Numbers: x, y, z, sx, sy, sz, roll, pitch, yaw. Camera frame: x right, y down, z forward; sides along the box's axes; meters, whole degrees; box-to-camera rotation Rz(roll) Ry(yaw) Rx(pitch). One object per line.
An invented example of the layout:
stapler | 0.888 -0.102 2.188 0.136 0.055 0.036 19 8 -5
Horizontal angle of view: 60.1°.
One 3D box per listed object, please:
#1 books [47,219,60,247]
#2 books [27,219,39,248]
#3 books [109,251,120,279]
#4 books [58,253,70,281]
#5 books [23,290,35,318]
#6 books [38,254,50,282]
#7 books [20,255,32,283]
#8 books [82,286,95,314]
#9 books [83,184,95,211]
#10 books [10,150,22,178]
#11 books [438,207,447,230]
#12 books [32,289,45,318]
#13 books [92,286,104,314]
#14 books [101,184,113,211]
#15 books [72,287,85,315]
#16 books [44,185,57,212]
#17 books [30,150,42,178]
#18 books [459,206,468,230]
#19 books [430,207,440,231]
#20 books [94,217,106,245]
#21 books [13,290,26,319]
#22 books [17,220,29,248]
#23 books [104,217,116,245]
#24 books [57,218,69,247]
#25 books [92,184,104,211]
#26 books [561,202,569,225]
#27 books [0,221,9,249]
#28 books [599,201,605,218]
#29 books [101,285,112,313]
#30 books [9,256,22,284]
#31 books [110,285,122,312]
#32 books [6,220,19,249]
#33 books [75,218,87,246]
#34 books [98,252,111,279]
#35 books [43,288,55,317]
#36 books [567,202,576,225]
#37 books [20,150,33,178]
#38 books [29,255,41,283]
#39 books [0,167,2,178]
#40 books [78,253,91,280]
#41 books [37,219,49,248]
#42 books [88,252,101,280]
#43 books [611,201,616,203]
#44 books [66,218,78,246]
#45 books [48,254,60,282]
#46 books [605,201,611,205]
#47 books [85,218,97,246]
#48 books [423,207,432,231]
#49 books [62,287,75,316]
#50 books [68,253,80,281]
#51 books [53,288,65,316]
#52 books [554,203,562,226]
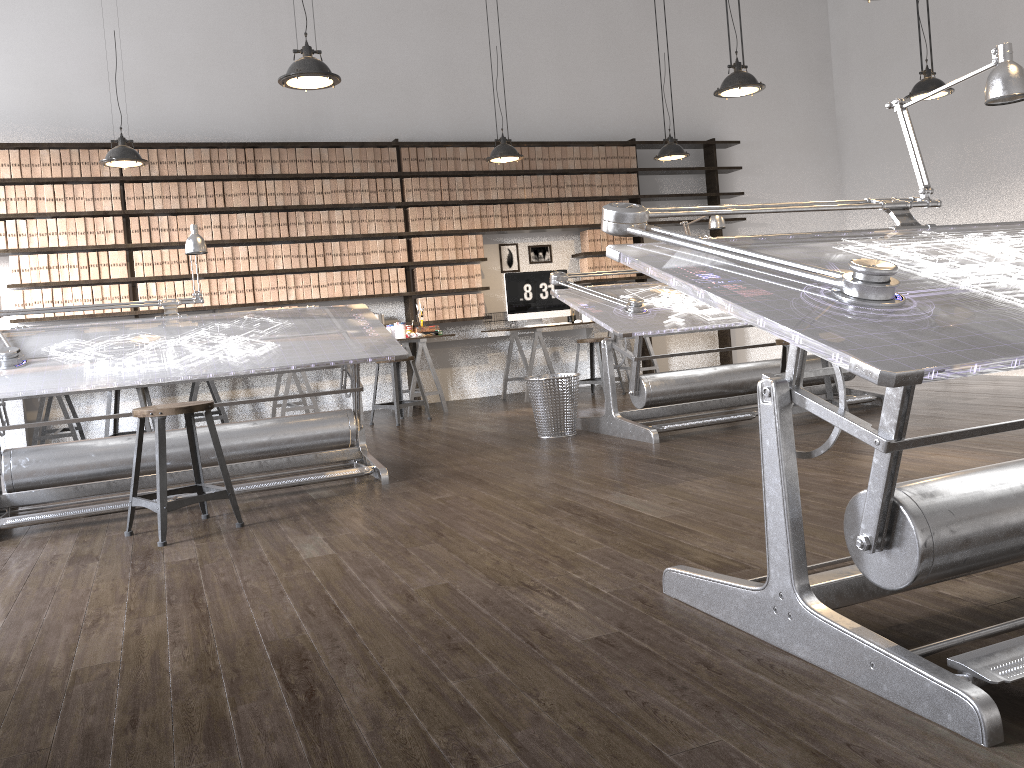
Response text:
books | -3.656 -1.195 7.067 0.067 0.225 0.174 -5 2 -22
books | -3.788 -1.181 7.020 0.067 0.225 0.174 -5 2 -22
books | -3.245 -0.964 7.234 0.067 0.225 0.174 -5 2 -22
books | -3.584 -0.925 7.098 0.067 0.225 0.174 -5 2 -22
books | -3.807 -0.628 7.003 0.067 0.225 0.174 -5 2 -22
books | -3.709 -0.910 7.041 0.067 0.225 0.174 -5 2 -22
books | -3.830 -0.897 6.995 0.067 0.225 0.174 -5 2 -22
books | -3.420 -0.672 7.155 0.067 0.225 0.174 -5 2 -22
books | -3.417 -1.492 7.166 0.067 0.225 0.174 -5 2 -22
books | -3.897 -1.715 6.975 0.067 0.225 0.174 -5 2 -22
books | -0.676 -1.536 8.285 0.067 0.225 0.174 -5 2 -22
books | -3.748 -0.634 7.025 0.067 0.225 0.174 -5 2 -22
books | -3.353 -0.679 7.182 0.067 0.225 0.174 -5 2 -22
books | -3.298 -1.505 7.218 0.067 0.225 0.174 -5 2 -22
books | -3.488 -0.664 7.131 0.067 0.225 0.174 -5 2 -22
books | -3.679 -1.462 7.063 0.067 0.225 0.174 -5 2 -22
books | -3.770 -1.730 7.033 0.067 0.225 0.174 -5 2 -22
books | -0.479 -1.558 8.361 0.067 0.225 0.174 -5 2 -22
books | -0.739 -1.528 8.255 0.067 0.225 0.174 -5 2 -22
books | -3.344 -1.231 7.199 0.067 0.225 0.174 -5 2 -22
books | -3.867 -0.620 6.973 0.067 0.225 0.174 -5 2 -22
books | -3.851 -1.173 6.990 0.067 0.225 0.174 -5 2 -22
books | -3.277 -1.239 7.222 0.067 0.225 0.174 -5 2 -22
books | -3.590 -1.203 7.096 0.067 0.225 0.174 -5 2 -22
books | -3.357 -1.499 7.196 0.067 0.225 0.174 -5 2 -22
books | 0.489 -1.668 8.751 0.067 0.225 0.174 -5 2 -22
books | -3.989 -1.150 6.932 0.067 0.225 0.174 -5 2 -22
books | 0.873 -1.713 8.913 0.067 0.225 0.174 -5 2 -22
books | -3.296 -0.686 7.210 0.067 0.225 0.174 -5 2 -22
books | -3.896 -0.889 6.966 0.067 0.225 0.174 -5 2 -22
books | -3.237 -0.693 7.237 0.067 0.225 0.174 -5 2 -22
books | -3.916 -1.165 6.960 0.067 0.225 0.174 -5 2 -22
books | -3.469 -1.216 7.142 0.067 0.225 0.174 -5 2 -22
books | -3.316 -0.956 7.208 0.067 0.225 0.174 -5 2 -22
books | -3.681 -0.642 7.050 0.067 0.225 0.174 -5 2 -22
books | 0.555 -1.676 8.782 0.067 0.225 0.174 -5 2 -22
books | -3.834 -1.723 7.005 0.067 0.225 0.174 -5 2 -22
books | -3.773 -0.904 7.020 0.067 0.225 0.174 -5 2 -22
books | -4.024 -1.701 6.928 0.067 0.225 0.174 -5 2 -22
books | -3.453 -0.940 7.152 0.067 0.225 0.174 -5 2 -22
books | -3.723 -1.188 7.044 0.067 0.225 0.174 -5 2 -22
books | -3.382 -0.948 7.175 0.067 0.225 0.174 -5 2 -22
books | 0.996 -1.727 8.964 0.067 0.225 0.174 -5 2 -22
books | -3.533 -1.210 7.121 0.067 0.225 0.174 -5 2 -22
books | -3.649 -0.918 7.071 0.067 0.225 0.174 -5 2 -22
books | 0.936 -1.719 8.933 0.067 0.225 0.174 -5 2 -22
books | -3.409 -1.224 7.172 0.067 0.225 0.174 -5 2 -22
books | -0.805 -1.520 8.225 0.067 0.225 0.174 -5 2 -22
books | -3.554 -0.657 7.108 0.067 0.225 0.174 -5 2 -22
books | -3.517 -0.933 7.121 0.067 0.225 0.174 -5 2 -22
books | -3.617 -0.649 7.080 0.067 0.225 0.174 -5 2 -22
books | 0.422 -1.661 8.724 0.067 0.225 0.174 -5 2 -22
